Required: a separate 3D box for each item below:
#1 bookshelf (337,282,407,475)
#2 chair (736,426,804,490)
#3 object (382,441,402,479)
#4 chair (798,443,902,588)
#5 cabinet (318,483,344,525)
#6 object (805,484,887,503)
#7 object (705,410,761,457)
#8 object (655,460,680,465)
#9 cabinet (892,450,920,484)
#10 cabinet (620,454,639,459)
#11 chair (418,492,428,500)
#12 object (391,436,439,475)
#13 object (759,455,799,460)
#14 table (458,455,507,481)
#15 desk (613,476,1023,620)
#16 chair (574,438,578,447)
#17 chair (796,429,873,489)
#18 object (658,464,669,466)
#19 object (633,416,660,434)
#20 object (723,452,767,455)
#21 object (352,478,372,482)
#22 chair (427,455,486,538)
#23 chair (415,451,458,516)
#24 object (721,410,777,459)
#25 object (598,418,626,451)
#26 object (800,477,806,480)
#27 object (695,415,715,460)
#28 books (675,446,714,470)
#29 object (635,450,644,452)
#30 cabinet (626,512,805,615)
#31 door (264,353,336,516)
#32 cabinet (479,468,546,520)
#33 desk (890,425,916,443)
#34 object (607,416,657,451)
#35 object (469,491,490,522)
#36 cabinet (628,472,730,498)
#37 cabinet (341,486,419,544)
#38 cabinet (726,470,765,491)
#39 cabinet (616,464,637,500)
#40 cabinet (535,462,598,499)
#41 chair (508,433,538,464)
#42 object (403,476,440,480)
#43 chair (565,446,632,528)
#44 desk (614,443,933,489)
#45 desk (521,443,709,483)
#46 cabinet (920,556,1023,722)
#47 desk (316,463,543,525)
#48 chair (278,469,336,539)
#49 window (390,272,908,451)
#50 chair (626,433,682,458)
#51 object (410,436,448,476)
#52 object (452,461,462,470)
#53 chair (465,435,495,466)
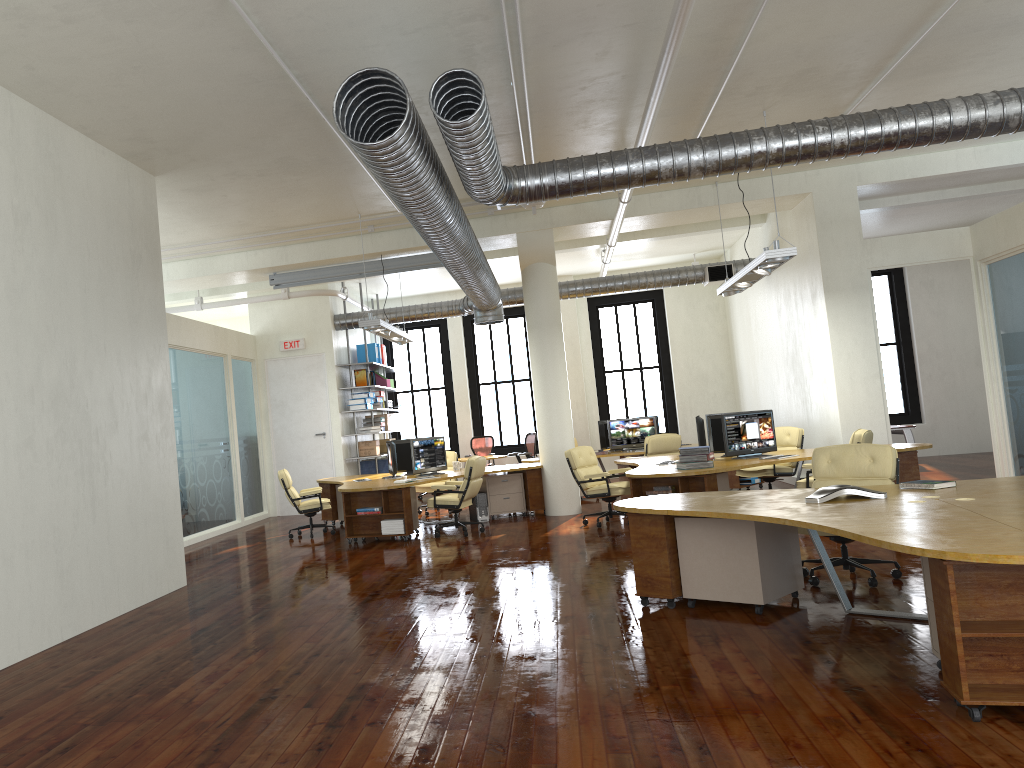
[{"bbox_3d":[-2.839,0.301,18.495,0.676,4.607,3.489,-6,-3,3],"label":"bookshelf"},{"bbox_3d":[3.543,1.118,12.194,0.734,1.022,0.761,-4,-3,-22],"label":"chair"},{"bbox_3d":[-1.833,1.131,13.332,0.285,0.553,0.823,-5,-3,-11],"label":"object"},{"bbox_3d":[2.545,0.994,6.856,0.705,1.022,0.787,-3,-4,-42],"label":"chair"},{"bbox_3d":[-2.517,1.902,14.455,0.799,0.710,0.977,-3,-4,-44],"label":"cabinet"},{"bbox_3d":[2.174,0.712,5.896,0.530,0.093,0.423,-5,-2,4],"label":"object"},{"bbox_3d":[2.874,0.632,11.245,0.889,0.553,0.263,-8,-4,43],"label":"object"},{"bbox_3d":[1.948,0.976,11.062,0.247,0.016,0.439,-6,-2,21],"label":"object"},{"bbox_3d":[4.215,1.152,10.581,0.924,0.710,0.852,-6,-3,9],"label":"cabinet"},{"bbox_3d":[2.499,1.550,16.752,0.934,0.710,0.842,-6,-3,14],"label":"cabinet"},{"bbox_3d":[-1.631,1.748,18.164,0.799,1.159,0.689,-6,-3,13],"label":"chair"},{"bbox_3d":[-1.461,1.113,13.683,0.865,0.553,0.270,-6,-3,21],"label":"object"},{"bbox_3d":[3.097,0.843,10.265,0.430,0.016,0.252,-3,-3,-41],"label":"object"},{"bbox_3d":[-0.806,1.868,17.844,1.624,0.745,1.341,-7,-3,34],"label":"table"},{"bbox_3d":[2.998,1.037,5.446,3.362,0.735,4.052,-4,-2,-16],"label":"desk"},{"bbox_3d":[1.095,1.513,16.651,0.684,1.022,0.817,-5,-3,-17],"label":"chair"},{"bbox_3d":[3.538,1.020,9.722,0.854,1.022,0.650,-7,-3,33],"label":"chair"},{"bbox_3d":[1.816,0.974,10.676,0.110,0.015,0.135,-5,-2,-4],"label":"object"},{"bbox_3d":[2.382,0.851,15.642,0.276,0.553,0.849,-4,-3,-21],"label":"object"},{"bbox_3d":[3.027,0.898,11.502,0.523,0.016,0.207,-7,-3,39],"label":"object"},{"bbox_3d":[-2.237,1.432,13.217,0.221,0.016,0.492,-4,-2,-15],"label":"object"},{"bbox_3d":[-0.731,1.480,11.769,0.833,1.022,0.669,-6,-3,19],"label":"chair"},{"bbox_3d":[-1.271,1.651,14.862,0.765,1.022,0.729,-6,-3,18],"label":"chair"},{"bbox_3d":[2.864,0.610,10.668,0.752,0.553,0.311,-4,-3,-24],"label":"object"},{"bbox_3d":[1.811,0.908,15.802,0.731,0.553,0.320,-3,-4,-41],"label":"object"},{"bbox_3d":[3.658,1.360,10.809,0.186,0.411,0.464,-6,-3,4],"label":"object"},{"bbox_3d":[2.352,0.673,11.112,0.309,0.553,0.757,-6,-3,15],"label":"object"},{"bbox_3d":[2.000,0.817,9.798,0.444,0.227,0.428,-6,-3,20],"label":"books"},{"bbox_3d":[2.277,1.089,14.616,0.509,0.016,0.213,-6,-2,21],"label":"object"},{"bbox_3d":[1.508,1.229,6.486,0.978,0.710,0.799,-8,-4,44],"label":"cabinet"},{"bbox_3d":[-4.030,0.969,16.943,1.292,3.033,0.091,-6,-3,13],"label":"door"},{"bbox_3d":[-0.049,1.646,13.505,0.857,0.710,0.919,-5,-3,-14],"label":"cabinet"},{"bbox_3d":[6.587,1.205,17.012,1.673,0.696,1.548,-6,-2,8],"label":"desk"},{"bbox_3d":[2.074,0.860,15.203,0.830,0.553,0.282,-6,-3,8],"label":"object"},{"bbox_3d":[-0.500,1.824,13.218,0.174,0.411,0.496,-5,-3,-16],"label":"object"},{"bbox_3d":[1.953,1.327,9.939,0.973,0.710,0.803,-7,-3,38],"label":"cabinet"},{"bbox_3d":[-1.718,1.734,11.999,0.940,0.710,0.836,-6,-3,16],"label":"cabinet"},{"bbox_3d":[3.405,1.373,14.312,0.978,0.710,0.798,-8,-4,43],"label":"cabinet"},{"bbox_3d":[2.125,1.407,12.332,0.832,0.710,0.944,-4,-3,-22],"label":"cabinet"},{"bbox_3d":[0.916,1.627,15.158,0.849,0.710,0.926,-4,-3,-17],"label":"cabinet"},{"bbox_3d":[-3.032,1.803,16.439,7.439,1.159,1.002,-4,-3,-19],"label":"chair"},{"bbox_3d":[-1.244,1.308,12.287,0.442,0.016,0.246,-4,-3,-24],"label":"object"},{"bbox_3d":[1.193,1.296,11.440,0.857,1.022,0.647,-8,-4,38],"label":"chair"},{"bbox_3d":[2.584,1.308,11.325,3.665,0.735,3.711,-4,-2,-21],"label":"desk"},{"bbox_3d":[2.327,1.508,15.775,4.109,0.735,3.310,-6,-2,15],"label":"desk"},{"bbox_3d":[2.387,1.053,4.041,0.935,0.710,0.841,-6,-3,14],"label":"cabinet"},{"bbox_3d":[-1.728,1.781,13.629,3.511,0.735,3.849,-3,-3,-43],"label":"desk"},{"bbox_3d":[-3.034,1.737,13.107,0.771,1.022,0.726,-5,-3,-6],"label":"chair"},{"bbox_3d":[5.068,-0.155,2.923,71.422,14.094,47.650,-5,-2,-6],"label":"window"},{"bbox_3d":[2.258,1.308,14.087,0.673,1.022,0.829,-4,-3,-22],"label":"chair"},{"bbox_3d":[-1.217,1.068,13.109,0.320,0.553,0.730,-8,-4,38],"label":"object"},{"bbox_3d":[-0.865,1.284,13.930,0.129,0.131,0.119,-3,-4,-41],"label":"object"},{"bbox_3d":[-0.614,1.681,18.740,0.772,1.159,0.712,-6,-3,17],"label":"chair"}]
